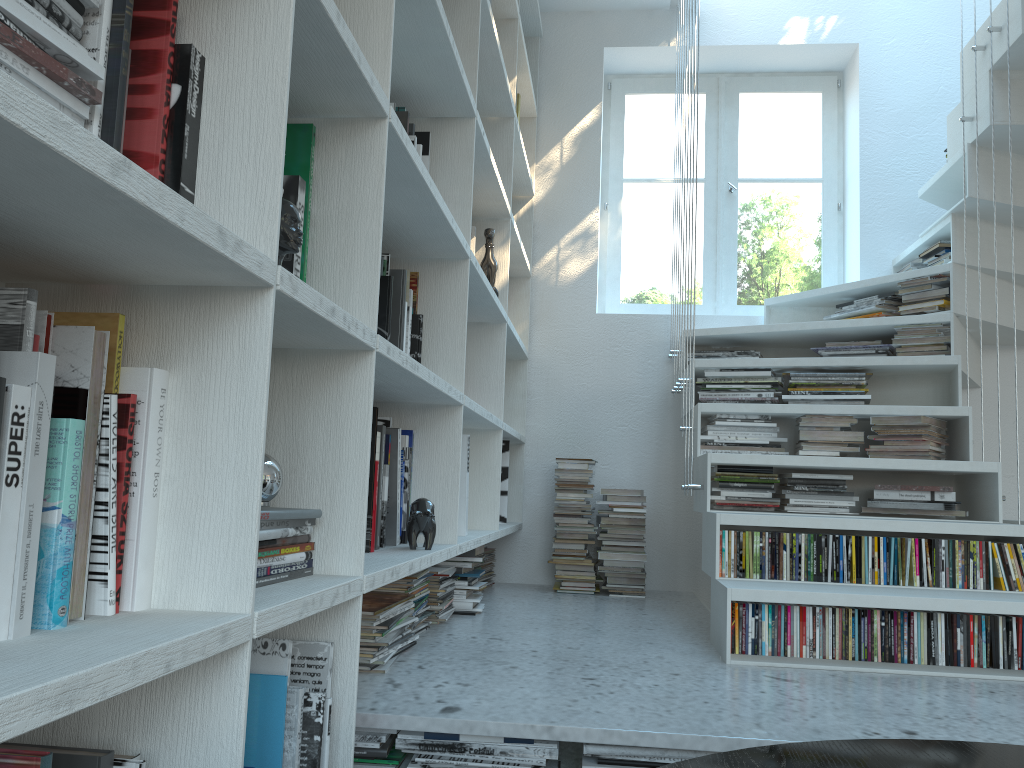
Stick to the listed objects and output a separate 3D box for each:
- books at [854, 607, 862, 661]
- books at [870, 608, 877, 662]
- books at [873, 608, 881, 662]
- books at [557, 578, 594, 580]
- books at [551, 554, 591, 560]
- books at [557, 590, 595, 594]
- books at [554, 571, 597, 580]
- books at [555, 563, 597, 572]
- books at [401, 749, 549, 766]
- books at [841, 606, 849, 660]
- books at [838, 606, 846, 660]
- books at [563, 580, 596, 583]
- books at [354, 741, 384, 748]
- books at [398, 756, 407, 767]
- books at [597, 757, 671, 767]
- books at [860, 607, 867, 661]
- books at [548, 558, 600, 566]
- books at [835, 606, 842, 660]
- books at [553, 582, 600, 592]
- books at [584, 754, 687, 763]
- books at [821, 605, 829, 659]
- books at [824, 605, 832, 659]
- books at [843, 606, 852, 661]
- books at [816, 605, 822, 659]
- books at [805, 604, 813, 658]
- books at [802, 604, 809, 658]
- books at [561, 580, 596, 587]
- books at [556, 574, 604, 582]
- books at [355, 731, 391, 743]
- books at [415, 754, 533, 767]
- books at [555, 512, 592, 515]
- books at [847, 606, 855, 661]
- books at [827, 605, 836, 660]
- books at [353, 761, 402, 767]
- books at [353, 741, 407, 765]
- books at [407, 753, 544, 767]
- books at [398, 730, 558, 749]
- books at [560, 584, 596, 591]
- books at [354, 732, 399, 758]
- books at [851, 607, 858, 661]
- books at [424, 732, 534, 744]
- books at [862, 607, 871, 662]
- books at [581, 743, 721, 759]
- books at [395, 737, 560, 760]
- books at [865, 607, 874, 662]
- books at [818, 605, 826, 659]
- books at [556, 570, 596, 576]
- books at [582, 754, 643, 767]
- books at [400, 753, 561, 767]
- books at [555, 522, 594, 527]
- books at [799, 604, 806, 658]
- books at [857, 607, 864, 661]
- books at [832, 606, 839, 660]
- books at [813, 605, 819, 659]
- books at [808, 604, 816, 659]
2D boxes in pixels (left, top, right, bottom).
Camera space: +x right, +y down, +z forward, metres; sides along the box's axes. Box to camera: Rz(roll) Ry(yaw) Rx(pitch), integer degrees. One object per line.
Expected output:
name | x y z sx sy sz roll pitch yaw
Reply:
books | 0.864 0.627 2.248 0.009 0.125 0.125 2 -7 6
books | 0.902 0.628 2.244 0.007 0.125 0.125 2 -7 6
books | 0.910 0.628 2.243 0.010 0.125 0.125 2 -7 6
books | 0.262 0.786 3.636 0.163 0.004 0.272 2 -7 5
books | 0.243 0.701 3.610 0.132 0.007 0.256 1 -7 11
books | 0.268 0.836 3.630 0.147 0.008 0.291 1 -7 7
books | 0.264 0.779 3.637 0.165 0.010 0.286 1 -7 6
books | 0.264 0.745 3.640 0.160 0.027 0.185 1 -7 8
books | -0.057 0.669 1.645 0.264 0.012 0.143 1 -7 11
books | 0.834 0.626 2.252 0.009 0.125 0.125 2 -7 6
books | 0.826 0.626 2.253 0.008 0.125 0.125 2 -7 6
books | 0.273 0.798 3.633 0.133 0.007 0.225 2 -7 3
books | -0.346 0.653 1.675 0.234 0.008 0.167 2 -7 5
books | -0.349 0.718 1.659 0.265 0.017 0.175 1 -7 9
books | 0.246 0.671 1.615 0.179 0.010 0.160 1 -7 6
books | 0.879 0.627 2.247 0.008 0.125 0.125 2 -7 6
books | 0.258 0.727 3.643 0.187 0.009 0.261 1 -7 11
books | 0.818 0.626 2.254 0.008 0.125 0.125 2 -7 6
books | 0.266 0.830 3.631 0.186 0.004 0.266 2 -7 5
books | 0.247 0.659 1.616 0.220 0.013 0.149 1 -7 9
books | 0.787 0.625 2.257 0.008 0.125 0.125 2 -7 6
books | 0.795 0.625 2.256 0.007 0.125 0.125 2 -7 6
books | 0.842 0.626 2.251 0.008 0.125 0.125 2 -7 6
books | 0.772 0.625 2.259 0.008 0.125 0.125 2 -7 6
books | 0.749 0.624 2.261 0.009 0.125 0.125 2 -7 6
books | 0.741 0.624 2.262 0.008 0.125 0.125 2 -7 6
books | 0.270 0.810 3.632 0.138 0.017 0.237 2 -7 3
books | 0.272 0.791 3.634 0.189 0.006 0.250 2 -7 1
books | -0.345 0.643 1.675 0.246 0.011 0.159 2 -7 3
books | -0.058 0.678 1.637 0.206 0.007 0.172 1 -7 8
books | 0.252 0.528 3.629 0.149 0.005 0.261 2 -7 4
books | 0.850 0.627 2.250 0.007 0.125 0.125 2 -7 6
books | 0.803 0.625 2.255 0.008 0.125 0.125 2 -7 6
books | -0.347 0.695 1.673 0.287 0.009 0.156 2 -7 4
books | -0.346 0.688 1.681 0.298 0.008 0.145 2 -7 5
books | -0.060 0.695 1.624 0.237 0.030 0.189 2 -7 3
books | -0.056 0.642 1.648 0.285 0.007 0.159 2 -7 5
books | 0.271 0.823 3.631 0.142 0.010 0.298 2 -7 5
books | -0.347 0.663 1.663 0.253 0.015 0.171 2 -7 1
books | 0.857 0.627 2.249 0.008 0.125 0.125 2 -7 6
books | -0.056 0.628 1.639 0.193 0.020 0.171 2 -7 1
books | 0.887 0.627 2.246 0.007 0.125 0.125 2 -7 6
books | 0.246 0.644 1.605 0.243 0.015 0.165 2 -7 1
books | -0.056 0.654 1.645 0.289 0.018 0.163 2 -7 5
books | 0.894 0.628 2.245 0.007 0.125 0.125 2 -7 6
books | 0.780 0.625 2.258 0.008 0.125 0.125 2 -7 6
books | 0.261 0.766 3.638 0.159 0.015 0.254 2 -7 3
books | 0.245 0.679 1.608 0.234 0.008 0.167 2 -7 5
books | -0.059 0.715 1.636 0.294 0.008 0.163 2 -7 4
books | 0.254 0.572 3.623 0.141 0.011 0.253 2 -7 0
books | 0.733 0.624 2.263 0.007 0.125 0.125 2 -7 6
books | 0.872 0.627 2.248 0.007 0.125 0.125 2 -7 6
books | 0.811 0.626 2.254 0.008 0.125 0.125 2 -7 6
books | 0.764 0.624 2.259 0.007 0.125 0.125 2 -7 6
books | 0.757 0.624 2.260 0.007 0.125 0.125 2 -7 6
